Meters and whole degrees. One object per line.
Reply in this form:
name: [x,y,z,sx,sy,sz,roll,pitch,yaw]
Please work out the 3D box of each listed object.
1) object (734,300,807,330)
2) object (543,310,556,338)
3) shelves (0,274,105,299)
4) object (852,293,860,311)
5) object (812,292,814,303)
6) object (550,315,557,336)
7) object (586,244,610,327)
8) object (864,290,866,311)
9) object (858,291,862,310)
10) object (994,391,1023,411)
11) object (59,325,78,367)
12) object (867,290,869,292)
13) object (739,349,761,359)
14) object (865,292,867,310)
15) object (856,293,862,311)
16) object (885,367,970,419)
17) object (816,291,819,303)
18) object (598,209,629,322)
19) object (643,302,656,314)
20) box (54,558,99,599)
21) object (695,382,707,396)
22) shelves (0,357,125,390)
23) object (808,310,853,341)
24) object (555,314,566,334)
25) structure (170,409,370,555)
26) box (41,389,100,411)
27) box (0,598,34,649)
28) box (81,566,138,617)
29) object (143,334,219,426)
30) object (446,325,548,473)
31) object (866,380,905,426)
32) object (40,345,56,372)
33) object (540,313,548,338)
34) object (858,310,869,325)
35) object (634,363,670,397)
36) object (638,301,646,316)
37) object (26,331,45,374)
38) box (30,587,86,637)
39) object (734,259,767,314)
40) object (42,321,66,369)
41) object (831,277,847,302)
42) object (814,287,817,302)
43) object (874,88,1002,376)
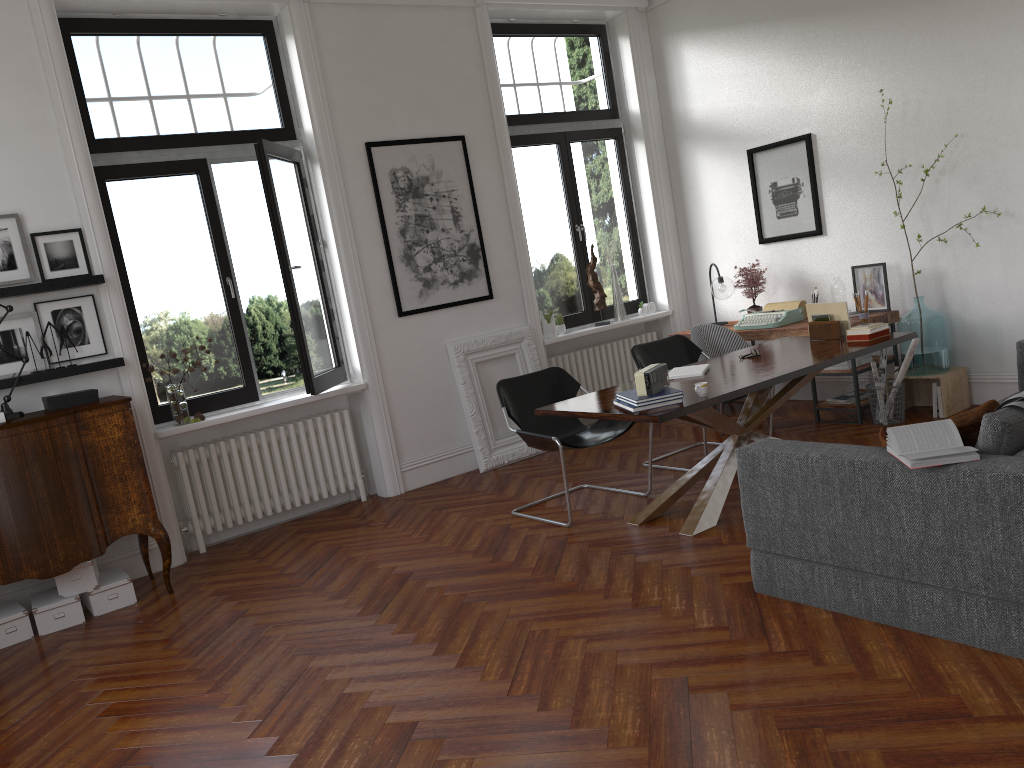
object: [2.072,-0.562,7.239,0.483,0.149,0.534,-15,9,-35]
object: [0.326,-0.522,7.723,0.098,0.245,0.102,-4,10,33]
shelves: [-3.174,-0.492,5.132,1.511,0.055,0.158,-15,9,-33]
object: [2.168,-0.478,5.556,0.049,0.194,0.008,-6,9,25]
object: [2.439,-0.644,7.173,0.008,0.208,0.054,-7,9,21]
object: [0.360,-0.513,7.823,0.051,0.189,0.051,-10,8,1]
object: [0.766,-0.903,8.075,0.165,0.756,0.142,-9,9,8]
object: [2.215,-0.489,5.559,0.038,0.195,0.008,-11,9,-7]
object: [2.191,-0.486,5.570,0.008,0.196,0.032,-8,9,10]
object: [2.150,0.166,3.279,0.750,0.389,0.400,-15,9,-33]
object: [-2.754,-0.233,5.486,0.110,0.263,0.040,-15,10,-33]
object: [2.220,-0.487,5.549,0.044,0.194,0.008,-10,9,-3]
object: [1.501,-0.193,5.595,0.133,0.047,0.114,-7,8,19]
object: [2.202,-0.479,5.517,0.008,0.194,0.049,-11,9,-10]
object: [2.171,-0.475,5.529,0.049,0.193,0.008,-15,10,-29]
object: [3.050,0.066,6.511,0.340,0.317,0.435,-15,9,-34]
object: [2.461,-0.646,7.155,0.054,0.208,0.008,-3,11,39]
object: [0.978,-1.109,8.185,0.295,1.057,0.289,-15,10,-31]
object: [1.320,-0.732,8.556,0.132,0.098,0.134,-6,9,26]
box: [-2.580,1.112,5.254,0.209,0.177,0.394,-13,8,-24]
object: [0.963,0.030,4.534,0.082,0.065,0.064,-12,8,-13]
shelves: [-3.085,0.019,5.210,1.511,0.055,0.156,-15,9,-33]
object: [2.074,-0.382,5.784,0.149,0.167,0.228,-15,9,-34]
object: [0.432,-0.539,7.931,0.097,0.186,0.099,-12,8,-11]
structure: [-1.758,0.709,6.534,1.449,0.781,0.225,-15,10,-33]
box: [-2.645,0.093,5.317,0.281,0.087,0.208,-15,9,-34]
box: [-2.891,1.373,5.048,0.208,0.177,0.394,-16,10,-38]
box: [-2.445,1.255,5.353,0.244,0.177,0.394,-15,9,-34]
object: [-2.214,-0.044,6.108,0.317,0.601,0.539,-6,9,27]
object: [-0.046,0.108,7.297,0.828,1.065,0.233,-15,10,-33]
object: [2.707,0.150,6.394,0.261,0.306,0.260,-7,9,20]
object: [-2.814,-0.156,5.370,0.066,0.161,0.040,-16,10,-33]
object: [0.291,-0.512,7.804,0.051,0.214,0.051,-10,8,1]
object: [2.205,-0.416,5.554,0.058,0.091,0.058,-2,11,43]
object: [0.724,-0.023,4.562,0.082,0.126,0.274,-5,9,29]
object: [1.227,-0.712,8.390,0.072,0.134,0.072,-11,8,-8]
object: [-2.893,-0.190,5.347,0.123,0.261,0.040,-15,10,-33]
box: [-2.650,1.314,5.176,0.244,0.177,0.394,-14,9,-29]
object: [2.062,-0.803,7.634,0.290,0.530,0.307,-8,8,11]
object: [-2.797,-0.236,5.423,0.118,0.300,0.040,-16,10,-33]
object: [2.571,-0.687,6.963,0.111,0.303,0.111,-10,8,3]
object: [2.461,-0.664,7.165,0.028,0.240,0.023,-16,11,-36]
object: [3.003,-1.105,6.236,0.808,2.064,0.352,-4,11,37]
